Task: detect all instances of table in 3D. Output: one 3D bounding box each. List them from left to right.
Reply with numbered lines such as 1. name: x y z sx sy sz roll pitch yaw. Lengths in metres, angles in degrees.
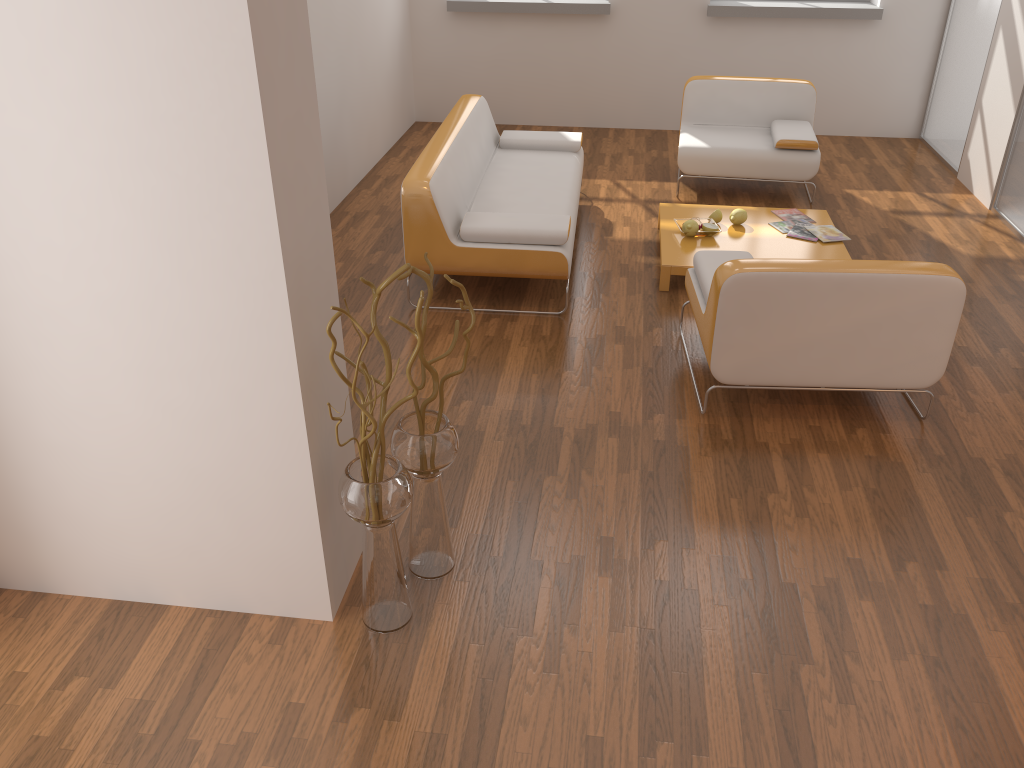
1. table: 1.343 -0.774 5.039 1.000 0.150 1.000 4 30 7

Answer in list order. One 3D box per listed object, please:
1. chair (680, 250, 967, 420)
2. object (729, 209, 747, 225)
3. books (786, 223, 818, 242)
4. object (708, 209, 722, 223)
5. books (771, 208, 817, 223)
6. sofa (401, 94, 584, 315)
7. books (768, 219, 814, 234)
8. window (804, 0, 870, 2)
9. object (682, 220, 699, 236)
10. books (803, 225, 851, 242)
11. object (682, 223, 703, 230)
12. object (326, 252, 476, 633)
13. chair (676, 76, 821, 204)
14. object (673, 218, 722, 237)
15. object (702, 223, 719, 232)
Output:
1. chair: 1.250 -0.334 3.773 0.923 0.661 0.825 1 30 2
2. object: 1.311 -0.969 5.134 0.105 0.091 0.103 1 30 2
3. books: 1.673 -0.864 5.032 0.171 0.004 0.249 16 34 26
4. object: 1.181 -0.975 5.148 0.080 0.087 0.094 19 35 30
5. books: 1.668 -0.996 5.267 0.171 0.004 0.249 -6 31 -10
6. sofa: -0.023 -1.149 5.178 0.825 0.661 2.010 3 30 5
7. books: 1.628 -0.912 5.124 0.249 0.004 0.171 -9 31 -15
8. window: 2.271 -3.902 6.878 1.308 1.737 0.142 4 30 7
9. object: 0.999 -0.872 4.956 0.102 0.095 0.101 -12 32 -20
10. books: 1.777 -0.850 5.000 0.171 0.004 0.249 -5 30 -8
11. object: 1.035 -0.895 5.044 0.134 0.037 0.061 8 31 13
12. object: -0.342 0.207 2.398 0.284 1.112 0.655 15 34 24
13. chair: 1.624 -1.709 6.140 0.923 0.661 0.825 5 31 9
14. object: 1.046 -0.878 5.021 0.227 0.048 0.227 -1 30 -3
15. object: 1.113 -0.864 4.982 0.091 0.065 0.092 -17 34 -26
